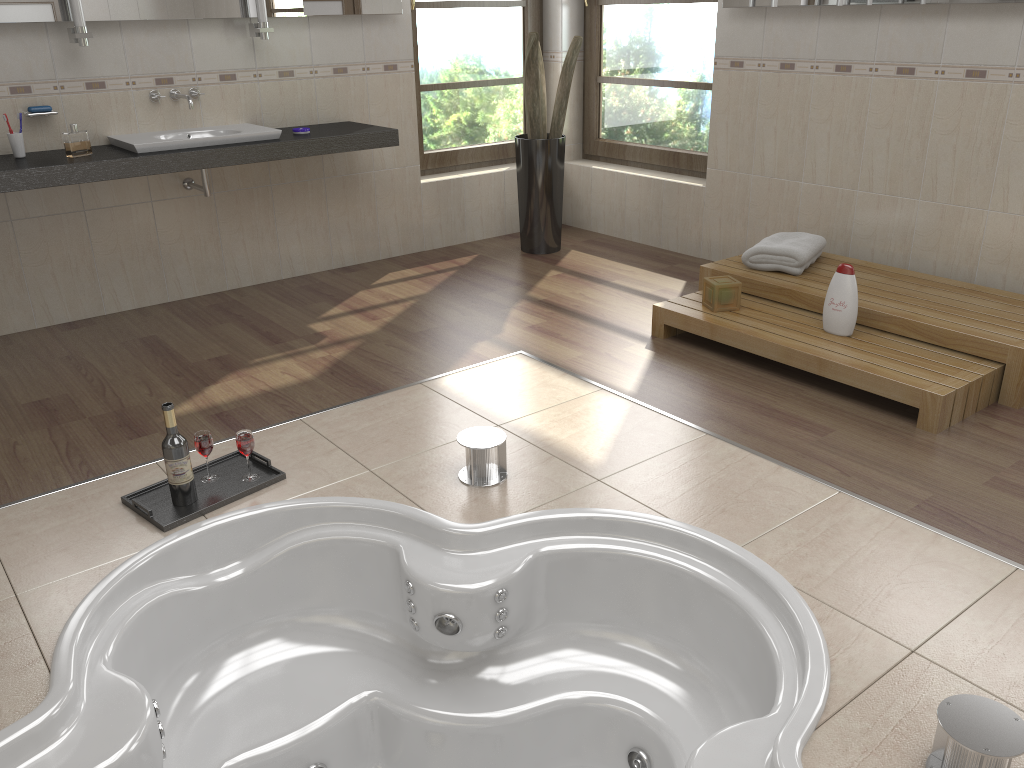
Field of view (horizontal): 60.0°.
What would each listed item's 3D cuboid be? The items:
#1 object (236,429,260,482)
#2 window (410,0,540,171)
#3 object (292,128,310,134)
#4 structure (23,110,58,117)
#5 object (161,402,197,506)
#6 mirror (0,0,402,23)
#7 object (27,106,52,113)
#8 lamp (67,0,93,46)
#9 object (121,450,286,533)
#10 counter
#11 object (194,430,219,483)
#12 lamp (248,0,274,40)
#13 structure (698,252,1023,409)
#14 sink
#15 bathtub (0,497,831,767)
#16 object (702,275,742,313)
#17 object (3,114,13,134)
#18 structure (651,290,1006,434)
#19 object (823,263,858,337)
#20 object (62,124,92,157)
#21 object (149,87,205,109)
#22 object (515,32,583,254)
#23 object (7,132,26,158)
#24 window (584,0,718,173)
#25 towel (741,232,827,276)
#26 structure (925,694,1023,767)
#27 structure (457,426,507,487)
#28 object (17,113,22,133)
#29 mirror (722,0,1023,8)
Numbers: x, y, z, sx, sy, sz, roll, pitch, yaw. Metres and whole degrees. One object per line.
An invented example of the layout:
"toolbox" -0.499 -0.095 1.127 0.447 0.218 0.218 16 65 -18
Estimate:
"object" -0.799 0.216 2.677 0.055 0.153 0.055 20 31 41
"window" -0.225 -2.272 5.153 0.998 1.934 0.117 -18 28 -34
"object" -1.020 -1.227 4.296 0.083 0.020 0.083 -11 25 -22
"structure" -2.018 -1.158 3.795 0.124 0.034 0.092 -18 28 -34
"object" -0.957 0.198 2.529 0.070 0.307 0.070 6 24 17
"mirror" -1.930 -1.781 3.569 3.430 0.600 0.005 -18 28 -34
"object" -2.013 -1.171 3.780 0.090 0.027 0.060 -16 27 -32
"lamp" -1.808 -1.519 3.685 0.068 0.215 0.131 -18 28 -34
"object" -0.918 0.301 2.651 0.250 0.040 0.400 18 30 38
"counter" -1.982 -0.886 3.663 3.220 0.080 0.510 -18 28 -34
"object" -0.923 0.218 2.677 0.055 0.153 0.055 20 31 41
"lamp" -1.179 -1.722 4.136 0.068 0.215 0.131 -18 28 -34
"structure" 1.552 -0.304 3.740 0.620 0.220 1.450 -18 28 -34
"sink" -1.450 -1.018 4.121 0.670 0.288 0.403 -18 28 -34
"bathtub" -0.210 0.983 1.868 1.754 0.674 1.751 2 23 7
"object" 0.878 -0.378 3.715 0.120 0.120 0.120 -6 23 -12
"object" -2.056 -1.019 3.640 0.012 0.178 0.050 -1 23 1
"structure" 1.241 -0.165 3.526 0.620 0.140 1.280 -18 28 -34
"object" 1.251 -0.321 3.364 0.134 0.276 0.063 20 31 41
"object" -1.814 -1.016 3.693 0.040 0.130 0.100 10 25 25
"object" -1.515 -1.313 4.079 0.245 0.082 0.211 -18 28 -34
"object" 0.146 -1.341 4.997 0.343 1.209 0.413 -18 28 -34
"object" -2.055 -0.991 3.684 0.058 0.100 0.058 -12 25 -25
"window" 0.802 -2.224 4.991 0.117 1.934 1.124 -18 28 -34
"towel" 1.244 -0.610 4.045 0.280 0.119 0.399 12 26 29
"structure" 0.835 0.662 1.594 0.150 0.131 0.150 6 24 16
"structure" -0.090 0.219 2.688 0.150 0.131 0.150 -15 27 -30
"object" -2.040 -1.031 3.671 0.054 0.175 0.012 -6 23 -11
"mirror" 1.713 -1.809 3.462 0.005 0.600 2.200 -18 28 -34
